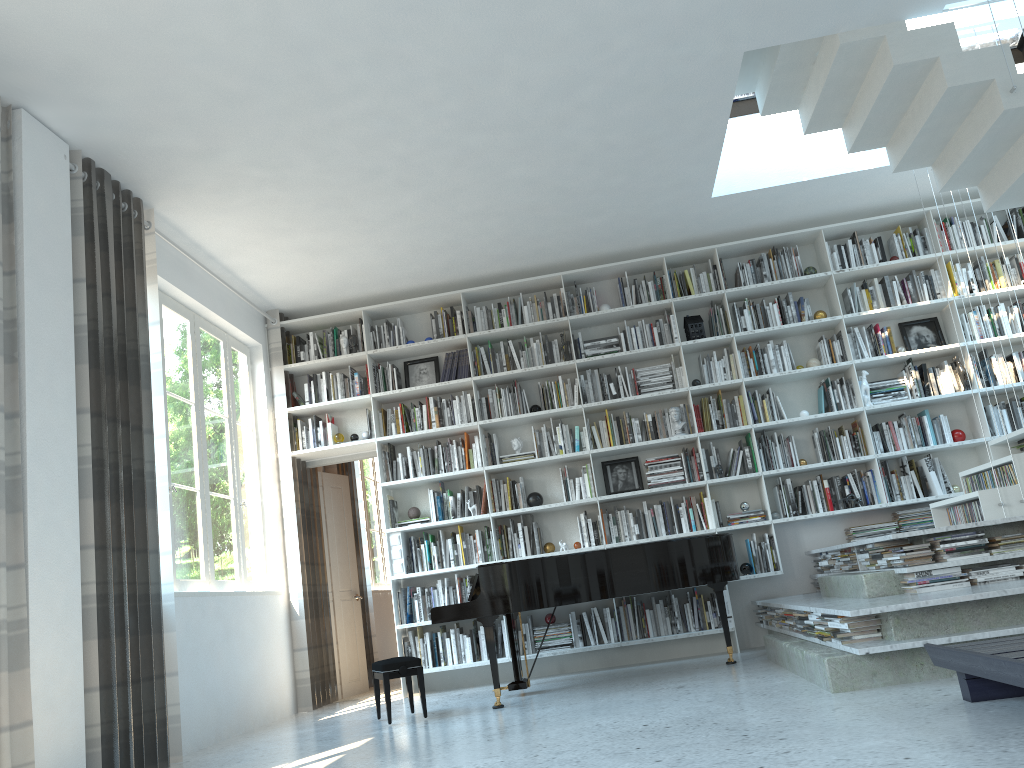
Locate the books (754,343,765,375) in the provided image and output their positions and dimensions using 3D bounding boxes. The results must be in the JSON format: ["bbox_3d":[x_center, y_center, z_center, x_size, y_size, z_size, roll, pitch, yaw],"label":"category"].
[{"bbox_3d":[1.976,-0.166,7.069,0.014,0.279,0.178,-9,-13,5],"label":"books"}]

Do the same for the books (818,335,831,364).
[{"bbox_3d":[2.480,-0.241,7.031,0.015,0.267,0.164,-9,-13,5],"label":"books"}]

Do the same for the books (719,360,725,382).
[{"bbox_3d":[1.671,-0.071,7.094,0.027,0.196,0.185,-9,-14,5],"label":"books"}]

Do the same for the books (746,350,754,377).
[{"bbox_3d":[1.893,-0.134,7.082,0.014,0.247,0.177,-9,-13,5],"label":"books"}]

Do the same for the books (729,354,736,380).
[{"bbox_3d":[1.756,-0.104,7.081,0.028,0.229,0.177,-9,-13,5],"label":"books"}]

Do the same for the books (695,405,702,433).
[{"bbox_3d":[1.482,0.303,7.056,0.014,0.243,0.145,-9,-13,5],"label":"books"}]

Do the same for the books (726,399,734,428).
[{"bbox_3d":[1.713,0.258,7.003,0.027,0.241,0.189,-9,-13,5],"label":"books"}]

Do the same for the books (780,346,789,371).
[{"bbox_3d":[2.160,-0.169,7.060,0.021,0.231,0.183,-9,-13,5],"label":"books"}]

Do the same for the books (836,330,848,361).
[{"bbox_3d":[2.608,-0.269,7.013,0.005,0.277,0.183,-9,-13,5],"label":"books"}]

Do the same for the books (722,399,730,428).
[{"bbox_3d":[1.692,0.262,7.030,0.033,0.252,0.175,-9,-13,5],"label":"books"}]

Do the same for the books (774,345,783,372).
[{"bbox_3d":[2.112,-0.169,7.060,0.025,0.244,0.184,-9,-13,5],"label":"books"}]

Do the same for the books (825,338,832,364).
[{"bbox_3d":[2.498,-0.229,7.038,0.016,0.243,0.152,-9,-13,5],"label":"books"}]

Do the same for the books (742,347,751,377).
[{"bbox_3d":[1.880,-0.143,7.102,0.014,0.278,0.154,-9,-13,5],"label":"books"}]

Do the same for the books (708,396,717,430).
[{"bbox_3d":[1.595,0.256,7.035,0.019,0.293,0.164,-9,-13,5],"label":"books"}]

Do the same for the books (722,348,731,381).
[{"bbox_3d":[1.722,-0.125,7.109,0.028,0.293,0.154,-9,-13,5],"label":"books"}]

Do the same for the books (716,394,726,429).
[{"bbox_3d":[1.656,0.243,7.016,0.019,0.292,0.182,-9,-13,5],"label":"books"}]

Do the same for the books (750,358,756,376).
[{"bbox_3d":[1.917,-0.101,7.084,0.021,0.178,0.137,-9,-13,5],"label":"books"}]

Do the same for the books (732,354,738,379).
[{"bbox_3d":[1.776,-0.108,7.095,0.026,0.237,0.173,-9,-13,5],"label":"books"}]

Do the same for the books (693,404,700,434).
[{"bbox_3d":[1.465,0.300,7.060,0.015,0.254,0.151,-9,-13,5],"label":"books"}]

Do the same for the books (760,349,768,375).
[{"bbox_3d":[1.998,-0.147,7.068,0.022,0.237,0.165,-9,-13,5],"label":"books"}]

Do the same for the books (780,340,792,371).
[{"bbox_3d":[2.178,-0.195,7.052,0.024,0.271,0.170,-9,-13,5],"label":"books"}]

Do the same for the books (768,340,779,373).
[{"bbox_3d":[2.085,-0.186,7.082,0.027,0.294,0.160,-9,-13,5],"label":"books"}]

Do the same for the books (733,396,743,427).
[{"bbox_3d":[1.786,0.239,7.020,0.032,0.266,0.143,-9,-13,5],"label":"books"}]

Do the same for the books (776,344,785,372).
[{"bbox_3d":[2.138,-0.177,7.079,0.024,0.261,0.134,-9,-13,5],"label":"books"}]

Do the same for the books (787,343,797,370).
[{"bbox_3d":[2.221,-0.187,7.068,0.034,0.253,0.161,-9,-13,5],"label":"books"}]

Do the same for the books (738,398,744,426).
[{"bbox_3d":[1.808,0.248,7.031,0.019,0.247,0.149,-9,-13,5],"label":"books"}]

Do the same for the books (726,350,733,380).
[{"bbox_3d":[1.738,-0.121,7.104,0.025,0.276,0.173,-9,-13,5],"label":"books"}]

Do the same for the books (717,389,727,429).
[{"bbox_3d":[1.668,0.223,7.038,0.021,0.337,0.169,-9,-13,5],"label":"books"}]

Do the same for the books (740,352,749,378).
[{"bbox_3d":[1.861,-0.121,7.104,0.030,0.241,0.138,-9,-13,5],"label":"books"}]

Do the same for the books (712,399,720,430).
[{"bbox_3d":[1.618,0.266,7.054,0.035,0.277,0.139,-9,-13,5],"label":"books"}]

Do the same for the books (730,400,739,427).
[{"bbox_3d":[1.766,0.257,7.025,0.028,0.239,0.145,-9,-13,5],"label":"books"}]

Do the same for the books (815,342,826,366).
[{"bbox_3d":[2.454,-0.209,7.046,0.015,0.220,0.140,-9,-13,5],"label":"books"}]

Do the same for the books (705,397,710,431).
[{"bbox_3d":[1.546,0.264,7.037,0.035,0.292,0.145,-9,-13,5],"label":"books"}]

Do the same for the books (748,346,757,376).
[{"bbox_3d":[1.929,-0.151,7.110,0.014,0.283,0.135,-9,-13,5],"label":"books"}]

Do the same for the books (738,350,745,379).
[{"bbox_3d":[1.816,-0.123,7.086,0.028,0.251,0.190,-9,-13,5],"label":"books"}]

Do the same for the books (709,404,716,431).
[{"bbox_3d":[1.582,0.289,7.032,0.015,0.231,0.180,-9,-13,5],"label":"books"}]

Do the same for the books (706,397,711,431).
[{"bbox_3d":[1.560,0.265,7.050,0.035,0.292,0.145,-9,-13,5],"label":"books"}]

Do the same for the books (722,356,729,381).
[{"bbox_3d":[1.709,-0.094,7.102,0.024,0.233,0.150,-9,-13,5],"label":"books"}]

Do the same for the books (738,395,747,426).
[{"bbox_3d":[1.825,0.235,7.029,0.033,0.268,0.142,-9,-13,5],"label":"books"}]

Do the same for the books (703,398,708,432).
[{"bbox_3d":[1.535,0.269,7.052,0.035,0.292,0.145,-9,-13,5],"label":"books"}]

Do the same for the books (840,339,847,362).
[{"bbox_3d":[2.605,-0.231,7.012,0.012,0.205,0.170,-9,-13,5],"label":"books"}]

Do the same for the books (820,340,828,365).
[{"bbox_3d":[2.471,-0.219,7.040,0.012,0.231,0.154,-9,-13,5],"label":"books"}]

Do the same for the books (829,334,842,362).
[{"bbox_3d":[2.563,-0.250,7.019,0.016,0.256,0.176,-9,-13,5],"label":"books"}]

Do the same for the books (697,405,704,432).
[{"bbox_3d":[1.498,0.301,7.066,0.013,0.246,0.177,-9,-13,5],"label":"books"}]

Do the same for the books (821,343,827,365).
[{"bbox_3d":[2.464,-0.204,7.039,0.005,0.204,0.154,-9,-13,5],"label":"books"}]

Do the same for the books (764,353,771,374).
[{"bbox_3d":[2.025,-0.128,7.070,0.025,0.193,0.171,-9,-13,5],"label":"books"}]

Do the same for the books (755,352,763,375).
[{"bbox_3d":[1.964,-0.127,7.082,0.026,0.215,0.161,-9,-13,5],"label":"books"}]

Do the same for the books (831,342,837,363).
[{"bbox_3d":[2.543,-0.217,7.036,0.012,0.206,0.138,-9,-13,5],"label":"books"}]

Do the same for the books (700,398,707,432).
[{"bbox_3d":[1.521,0.269,7.043,0.035,0.292,0.145,-9,-13,5],"label":"books"}]

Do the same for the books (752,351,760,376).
[{"bbox_3d":[1.943,-0.134,7.084,0.013,0.235,0.158,-9,-13,5],"label":"books"}]

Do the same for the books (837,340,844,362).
[{"bbox_3d":[2.580,-0.227,7.010,0.013,0.204,0.174,-9,-13,5],"label":"books"}]

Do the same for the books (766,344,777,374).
[{"bbox_3d":[2.056,-0.171,7.056,0.030,0.262,0.182,-9,-13,5],"label":"books"}]

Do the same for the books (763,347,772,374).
[{"bbox_3d":[2.039,-0.159,7.081,0.011,0.256,0.131,-9,-13,5],"label":"books"}]

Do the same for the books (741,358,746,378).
[{"bbox_3d":[1.843,-0.101,7.106,0.013,0.209,0.140,-9,-13,5],"label":"books"}]

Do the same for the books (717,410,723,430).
[{"bbox_3d":[1.650,0.309,7.043,0.030,0.180,0.132,-9,-13,5],"label":"books"}]

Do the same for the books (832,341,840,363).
[{"bbox_3d":[2.554,-0.219,7.023,0.013,0.201,0.174,-9,-13,5],"label":"books"}]

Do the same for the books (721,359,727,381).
[{"bbox_3d":[1.691,-0.082,7.095,0.029,0.210,0.158,-9,-13,5],"label":"books"}]

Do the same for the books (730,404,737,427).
[{"bbox_3d":[1.740,0.274,7.004,0.034,0.204,0.181,-9,-13,5],"label":"books"}]

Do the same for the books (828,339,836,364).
[{"bbox_3d":[2.526,-0.226,7.035,0.016,0.227,0.160,-9,-13,5],"label":"books"}]
